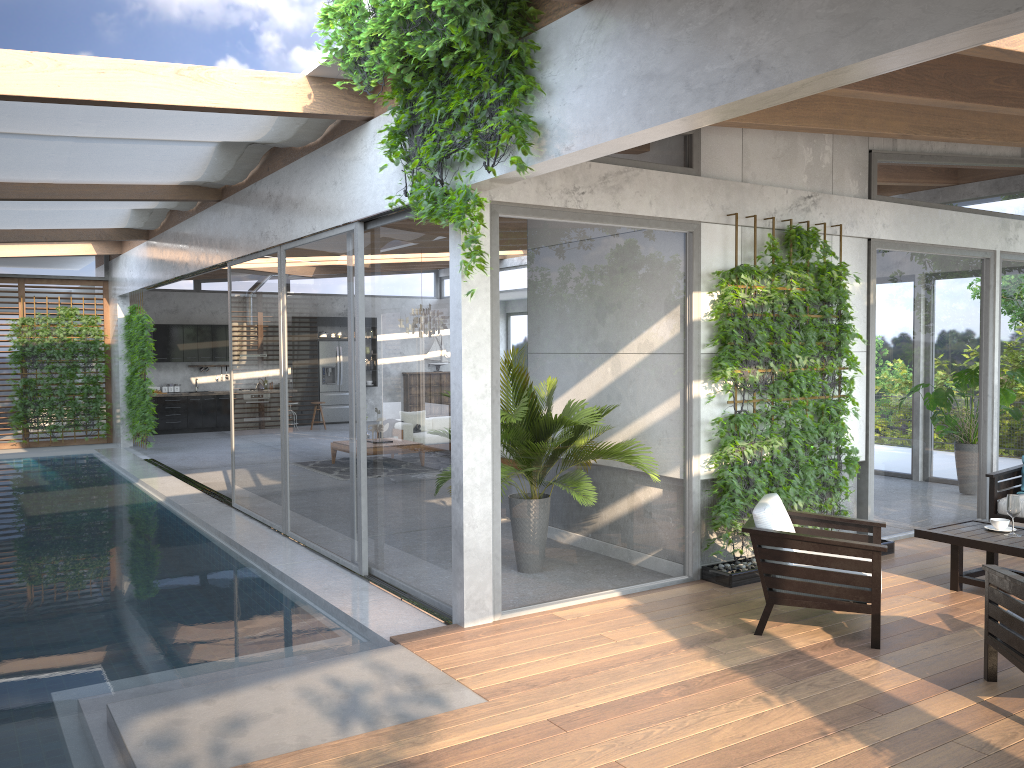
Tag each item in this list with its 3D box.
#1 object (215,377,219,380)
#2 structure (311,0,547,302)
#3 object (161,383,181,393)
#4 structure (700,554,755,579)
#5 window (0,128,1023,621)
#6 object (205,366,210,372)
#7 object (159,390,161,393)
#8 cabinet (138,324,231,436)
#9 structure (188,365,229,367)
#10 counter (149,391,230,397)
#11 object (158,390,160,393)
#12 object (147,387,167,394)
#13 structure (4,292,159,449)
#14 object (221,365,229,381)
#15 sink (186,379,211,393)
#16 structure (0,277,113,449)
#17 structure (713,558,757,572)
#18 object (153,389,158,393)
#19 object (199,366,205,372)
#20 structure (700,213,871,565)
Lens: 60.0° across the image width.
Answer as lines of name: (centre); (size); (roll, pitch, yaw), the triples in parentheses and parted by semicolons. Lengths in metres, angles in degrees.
object: (-6.475, -0.242, 19.464); (0.071, 0.325, 0.066); (-2, 3, -33)
structure: (-0.514, -1.487, 5.139); (0.918, 2.054, 1.822); (-2, 3, -35)
object: (-7.280, 0.083, 18.919); (0.405, 0.200, 0.147); (-2, 3, -31)
structure: (1.621, 1.137, 8.069); (2.012, 0.595, 2.203); (-2, 3, -33)
window: (-2.087, -0.650, 13.594); (14.294, 3.764, 23.280); (-2, 3, -33)
object: (-6.647, -0.329, 19.336); (0.117, 0.139, 0.093); (-1, 2, -16)
object: (-7.352, 0.158, 18.489); (0.083, 0.055, 0.073); (1, 3, 34)
cabinet: (-5.691, -0.260, 19.704); (5.901, 2.502, 0.709); (-2, 3, -34)
structure: (-6.587, -0.393, 19.399); (0.932, 0.046, 0.081); (-2, 3, -33)
counter: (-6.555, 0.200, 19.139); (3.805, 0.061, 0.607); (-2, 3, -33)
object: (-7.358, 0.157, 18.460); (0.083, 0.057, 0.072); (1, 3, 33)
object: (-7.484, 0.132, 18.561); (0.381, 0.134, 0.590); (-3, 3, -44)
structure: (-6.532, -0.088, 11.855); (2.739, 2.687, 10.282); (-1, 2, -16)
object: (-6.279, -0.225, 19.553); (0.282, 0.380, 0.070); (-2, 3, -32)
sink: (-6.724, 0.145, 19.030); (0.526, 0.514, 0.514); (-2, 3, -33)
structure: (-9.451, -0.360, 15.711); (4.313, 3.079, 0.085); (-2, 3, -33)
structure: (1.898, 1.354, 6.734); (0.928, 0.044, 0.231); (-2, 3, -33)
object: (-7.414, 0.146, 18.398); (0.086, 0.087, 0.090); (1, 3, 35)
object: (-6.743, -0.326, 19.284); (0.117, 0.139, 0.093); (-2, 3, -31)
structure: (2.172, 0.054, 6.925); (1.851, 2.669, 0.500); (-2, 3, -32)
